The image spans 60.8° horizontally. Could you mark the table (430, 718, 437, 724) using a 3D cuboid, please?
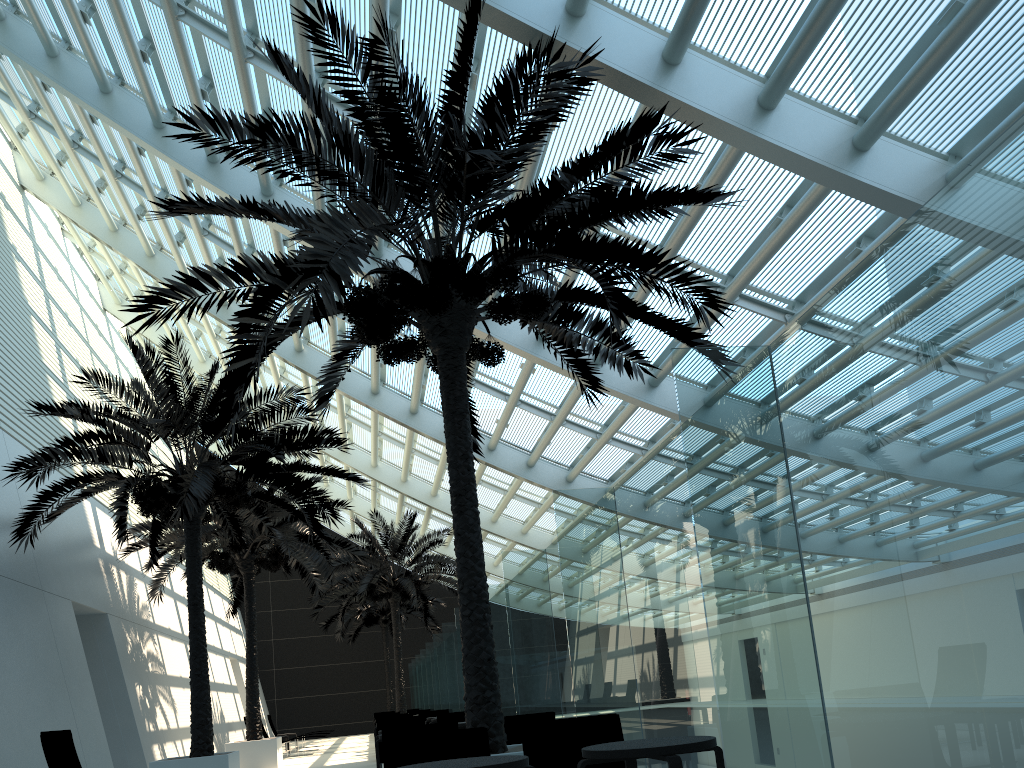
[{"bbox_3d":[-1.053,6.285,15.414,0.694,0.747,0.695,-14,-17,31],"label":"table"}]

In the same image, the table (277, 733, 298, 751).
[{"bbox_3d":[-6.979,11.105,27.019,0.565,0.495,0.567,-15,-18,31],"label":"table"}]

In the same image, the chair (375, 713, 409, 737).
[{"bbox_3d":[-2.432,7.269,17.970,0.715,0.849,0.929,-3,-15,-10],"label":"chair"}]

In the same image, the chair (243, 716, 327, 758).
[{"bbox_3d":[-5.994,9.312,23.164,2.033,1.108,0.964,-2,-14,-10],"label":"chair"}]

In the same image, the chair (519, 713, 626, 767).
[{"bbox_3d":[0.511,2.573,5.539,0.715,0.849,0.929,-3,-15,-10],"label":"chair"}]

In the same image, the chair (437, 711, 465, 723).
[{"bbox_3d":[-0.879,5.806,14.271,0.715,0.849,0.929,-3,-15,-10],"label":"chair"}]

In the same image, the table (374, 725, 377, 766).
[{"bbox_3d":[-2.006,6.318,15.249,0.694,0.747,0.695,-14,-17,31],"label":"table"}]

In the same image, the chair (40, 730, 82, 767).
[{"bbox_3d":[-3.759,4.165,9.272,2.033,1.108,0.964,-2,-14,-10],"label":"chair"}]

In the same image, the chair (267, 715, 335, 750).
[{"bbox_3d":[-6.817,11.206,28.276,2.033,1.108,0.964,-2,-14,-10],"label":"chair"}]

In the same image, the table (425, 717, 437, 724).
[{"bbox_3d":[-1.274,6.817,16.850,0.691,0.747,0.697,-13,-16,27],"label":"table"}]

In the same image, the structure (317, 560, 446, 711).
[{"bbox_3d":[-4.773,10.143,34.133,4.471,6.720,5.000,2,-15,-31],"label":"structure"}]

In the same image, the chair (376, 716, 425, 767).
[{"bbox_3d":[-1.541,5.218,12.436,0.715,0.849,0.929,-3,-15,-10],"label":"chair"}]

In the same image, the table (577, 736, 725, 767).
[{"bbox_3d":[0.731,2.198,4.384,0.696,0.747,0.692,-16,-18,35],"label":"table"}]

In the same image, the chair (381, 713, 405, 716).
[{"bbox_3d":[-2.685,7.883,19.634,0.715,0.849,0.929,-3,-15,-10],"label":"chair"}]

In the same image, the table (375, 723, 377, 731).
[{"bbox_3d":[-2.228,6.849,16.685,0.691,0.747,0.697,-13,-16,27],"label":"table"}]

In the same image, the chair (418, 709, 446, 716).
[{"bbox_3d":[-1.768,7.852,19.793,0.715,0.849,0.929,-3,-15,-10],"label":"chair"}]

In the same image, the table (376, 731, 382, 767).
[{"bbox_3d":[-1.340,4.804,11.163,0.691,0.747,0.697,-13,-16,27],"label":"table"}]

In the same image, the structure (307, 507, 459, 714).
[{"bbox_3d":[-3.517,7.192,26.159,4.815,6.721,4.641,-2,-14,-16],"label":"structure"}]

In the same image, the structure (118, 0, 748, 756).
[{"bbox_3d":[-0.498,0.251,7.425,4.839,6.722,4.618,-7,-13,8],"label":"structure"}]

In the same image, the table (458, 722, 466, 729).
[{"bbox_3d":[-0.386,4.771,11.328,0.691,0.747,0.697,-13,-16,27],"label":"table"}]

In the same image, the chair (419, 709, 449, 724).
[{"bbox_3d":[-1.515,7.237,18.129,0.715,0.849,0.929,-3,-15,-10],"label":"chair"}]

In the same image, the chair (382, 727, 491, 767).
[{"bbox_3d":[-0.406,2.604,5.380,0.715,0.849,0.929,-3,-15,-10],"label":"chair"}]

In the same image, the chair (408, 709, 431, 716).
[{"bbox_3d":[-2.394,9.261,23.593,0.715,0.849,0.929,-3,-15,-10],"label":"chair"}]

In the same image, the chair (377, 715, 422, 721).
[{"bbox_3d":[-1.796,5.838,14.112,0.715,0.849,0.929,-3,-15,-10],"label":"chair"}]

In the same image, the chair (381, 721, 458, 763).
[{"bbox_3d":[-0.884,3.737,8.442,0.715,0.849,0.929,-3,-15,-10],"label":"chair"}]

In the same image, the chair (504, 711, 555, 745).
[{"bbox_3d":[0.033,3.705,8.601,0.715,0.849,0.929,-3,-15,-10],"label":"chair"}]

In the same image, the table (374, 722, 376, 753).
[{"bbox_3d":[-2.895,8.364,20.771,0.694,0.747,0.695,-14,-17,31],"label":"table"}]

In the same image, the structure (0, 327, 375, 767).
[{"bbox_3d":[-4.495,2.519,12.468,4.657,6.543,4.448,2,-15,-31],"label":"structure"}]

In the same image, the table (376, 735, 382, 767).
[{"bbox_3d":[-1.094,4.218,9.579,0.694,0.747,0.695,-14,-17,31],"label":"table"}]

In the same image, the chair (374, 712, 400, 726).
[{"bbox_3d":[-3.311,9.293,23.434,0.715,0.849,0.929,-3,-15,-10],"label":"chair"}]

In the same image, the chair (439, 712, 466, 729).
[{"bbox_3d":[-0.624,5.187,12.595,0.715,0.849,0.929,-3,-15,-10],"label":"chair"}]

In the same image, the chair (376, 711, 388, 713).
[{"bbox_3d":[-4.460,11.971,30.668,0.715,0.849,0.929,-3,-15,-10],"label":"chair"}]

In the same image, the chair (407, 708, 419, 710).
[{"bbox_3d":[-3.543,11.939,30.826,0.715,0.849,0.929,-3,-15,-10],"label":"chair"}]

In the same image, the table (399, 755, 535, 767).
[{"bbox_3d":[-0.222,2.231,4.219,0.696,0.747,0.692,-16,-18,35],"label":"table"}]

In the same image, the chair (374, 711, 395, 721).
[{"bbox_3d":[-4.207,11.356,29.004,0.715,0.849,0.929,-3,-15,-10],"label":"chair"}]

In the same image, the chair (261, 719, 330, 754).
[{"bbox_3d":[-6.399,10.244,25.681,2.033,1.108,0.964,-2,-14,-10],"label":"chair"}]

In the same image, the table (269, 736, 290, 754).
[{"bbox_3d":[-6.562,10.143,24.423,0.565,0.495,0.567,-15,-18,31],"label":"table"}]

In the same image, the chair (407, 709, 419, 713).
[{"bbox_3d":[-3.290,11.324,29.163,0.715,0.849,0.929,-3,-15,-10],"label":"chair"}]

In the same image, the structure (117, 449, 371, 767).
[{"bbox_3d":[-5.645,4.673,18.310,4.346,6.600,4.768,-11,-14,22],"label":"structure"}]
